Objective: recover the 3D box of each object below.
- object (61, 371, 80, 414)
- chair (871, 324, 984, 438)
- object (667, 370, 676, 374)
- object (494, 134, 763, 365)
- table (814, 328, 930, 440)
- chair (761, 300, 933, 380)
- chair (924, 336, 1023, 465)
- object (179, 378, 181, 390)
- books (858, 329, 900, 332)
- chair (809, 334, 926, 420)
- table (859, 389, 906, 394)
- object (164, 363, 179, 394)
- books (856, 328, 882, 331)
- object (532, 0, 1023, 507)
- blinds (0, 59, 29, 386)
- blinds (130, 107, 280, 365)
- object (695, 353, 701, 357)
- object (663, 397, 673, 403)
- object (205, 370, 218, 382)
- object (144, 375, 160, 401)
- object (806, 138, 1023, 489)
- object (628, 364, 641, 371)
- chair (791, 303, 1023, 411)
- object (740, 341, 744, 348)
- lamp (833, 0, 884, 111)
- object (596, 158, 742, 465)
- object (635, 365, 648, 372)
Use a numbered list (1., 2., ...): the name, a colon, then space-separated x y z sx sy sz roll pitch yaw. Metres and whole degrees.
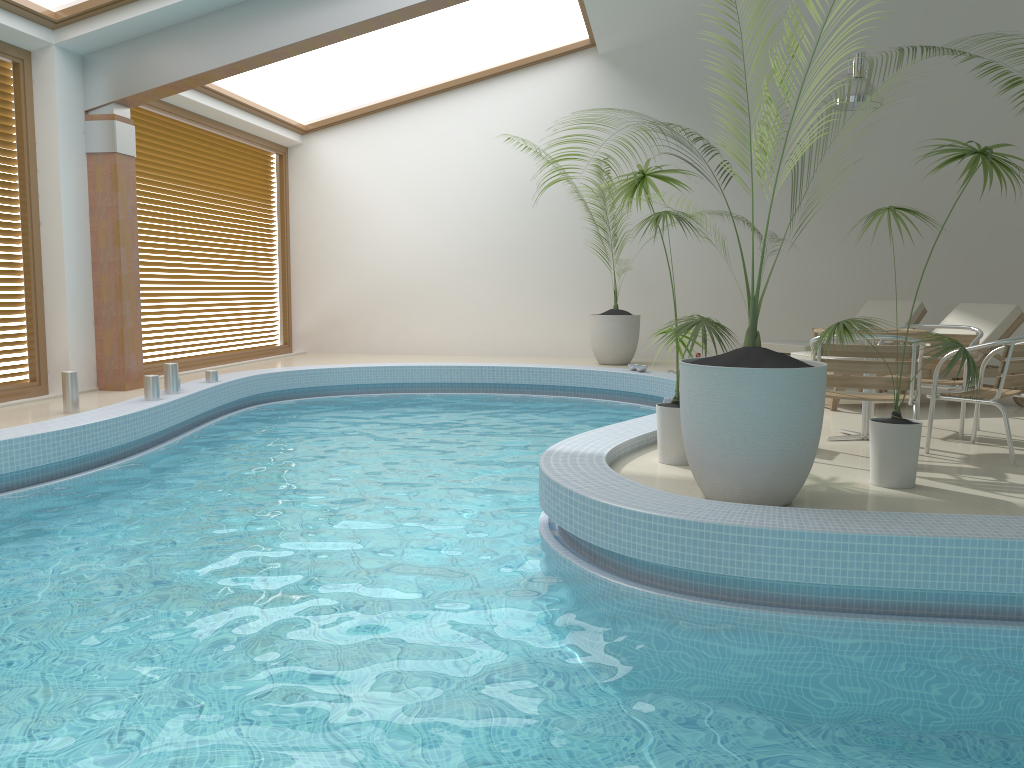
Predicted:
1. object: -3.426 0.063 6.886 0.115 0.320 0.115 -3 7 -31
2. chair: 2.900 -0.043 6.185 0.618 0.727 0.563 6 8 42
3. object: 1.803 -0.116 9.935 0.140 0.069 0.140 -2 7 -21
4. object: 1.488 -1.723 11.299 2.979 2.960 2.729 -3 7 -26
5. table: 2.329 0.006 5.803 0.700 0.720 0.700 4 7 29
6. chair: 3.551 -0.457 9.456 1.903 0.866 0.861 -3 7 -28
7. chair: 2.872 0.051 5.315 0.618 0.727 0.563 -5 8 -38
8. object: -2.949 0.002 7.725 0.115 0.107 0.115 -3 7 -31
9. books: 2.343 -0.344 5.674 0.241 0.004 0.166 -5 8 -39
10. chair: 2.058 0.062 5.185 0.618 0.727 0.563 3 7 22
11. table: 3.510 -0.035 8.395 0.283 0.255 0.320 -1 6 -12
12. object: -2.876 -0.047 7.491 0.115 0.254 0.115 -5 8 -40
13. books: 2.238 -0.351 5.691 0.241 0.004 0.166 -5 8 -39
14. object: 1.117 -0.957 4.197 2.979 2.960 2.729 3 7 27
15. blinds: -4.794 -1.170 5.974 0.095 2.921 4.200 1 6 10
16. blinds: -3.910 -1.716 11.058 0.095 2.921 4.414 1 6 10
17. object: 1.358 -0.012 6.498 0.109 0.435 0.109 6 9 44
18. object: 1.109 0.164 6.263 0.102 0.137 0.102 2 7 18
19. object: -2.850 -0.073 8.423 0.115 0.107 0.115 -3 7 -31
20. object: -2.868 0.030 7.063 0.115 0.194 0.115 -5 8 -40
21. object: 2.017 -0.335 4.413 0.791 1.695 1.059 -6 9 -44
22. object: 1.352 -0.184 9.804 0.140 0.069 0.140 -2 7 -21
23. chair: 3.448 -0.266 7.681 1.903 0.866 0.861 -1 6 -12
24. object: 2.643 -0.421 10.095 0.102 0.137 0.102 3 7 24
25. lamp: 3.673 -3.922 9.303 0.506 1.958 0.505 1 6 10
26. object: 0.867 -0.404 5.006 0.791 1.695 1.059 0 6 -3
27. object: 1.407 -0.165 9.631 0.140 0.069 0.140 -2 7 -21
